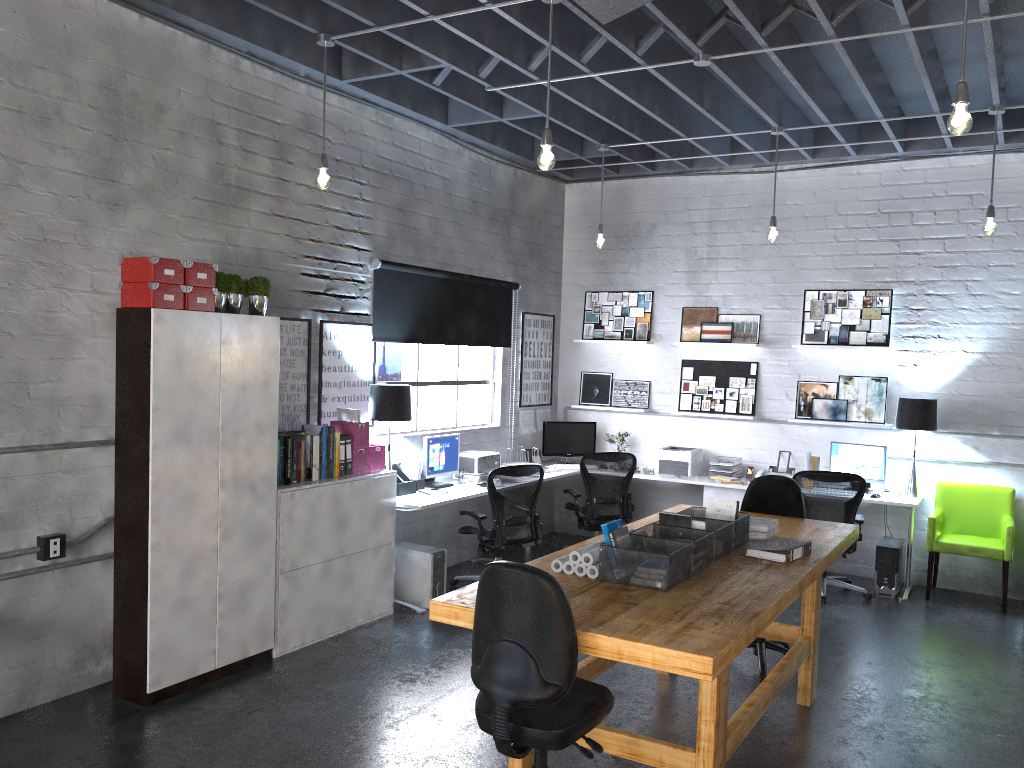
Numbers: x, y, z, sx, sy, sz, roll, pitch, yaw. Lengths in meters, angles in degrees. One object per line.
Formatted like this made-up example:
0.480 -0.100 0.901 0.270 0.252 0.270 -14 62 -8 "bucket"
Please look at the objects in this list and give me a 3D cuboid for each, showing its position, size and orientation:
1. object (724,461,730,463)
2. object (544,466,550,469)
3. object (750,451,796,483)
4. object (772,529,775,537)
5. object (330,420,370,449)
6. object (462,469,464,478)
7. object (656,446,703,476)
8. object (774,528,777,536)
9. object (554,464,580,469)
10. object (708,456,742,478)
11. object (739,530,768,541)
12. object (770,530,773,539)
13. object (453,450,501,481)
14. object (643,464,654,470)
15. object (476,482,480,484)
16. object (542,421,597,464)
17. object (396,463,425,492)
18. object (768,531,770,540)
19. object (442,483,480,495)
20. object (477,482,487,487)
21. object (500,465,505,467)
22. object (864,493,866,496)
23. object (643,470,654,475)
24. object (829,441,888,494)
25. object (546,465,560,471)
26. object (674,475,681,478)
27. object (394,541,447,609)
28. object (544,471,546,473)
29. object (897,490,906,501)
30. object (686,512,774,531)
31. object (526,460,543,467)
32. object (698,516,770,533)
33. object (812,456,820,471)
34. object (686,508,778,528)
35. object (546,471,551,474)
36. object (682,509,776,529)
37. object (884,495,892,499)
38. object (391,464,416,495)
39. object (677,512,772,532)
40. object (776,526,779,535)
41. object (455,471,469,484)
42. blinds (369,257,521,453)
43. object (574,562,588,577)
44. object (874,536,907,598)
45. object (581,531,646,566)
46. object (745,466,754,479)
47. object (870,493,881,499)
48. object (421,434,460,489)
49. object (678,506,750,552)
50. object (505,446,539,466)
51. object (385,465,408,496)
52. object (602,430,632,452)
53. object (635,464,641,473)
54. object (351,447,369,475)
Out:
2.006 0.727 8.297 0.011 0.010 0.126 4 3 39 "object"
0.344 0.805 8.555 0.048 0.012 0.111 2 2 10 "object"
2.405 0.757 8.037 0.405 0.280 0.399 3 3 30 "object"
1.187 0.792 4.910 0.519 0.047 0.047 3 3 30 "object"
-1.121 0.346 6.125 0.214 0.177 0.161 3 3 30 "object"
-0.409 0.764 7.373 0.013 0.124 0.006 2 3 4 "object"
1.613 0.737 8.512 0.351 0.235 0.350 3 3 30 "object"
1.210 0.791 4.950 0.519 0.047 0.047 3 3 30 "object"
0.615 0.803 8.629 0.422 0.028 0.180 2 2 -10 "object"
1.996 0.785 8.283 0.229 0.181 0.316 3 3 30 "object"
1.116 0.793 4.789 0.519 0.047 0.047 3 3 30 "object"
1.163 0.792 4.870 0.519 0.047 0.047 3 3 30 "object"
-0.214 0.709 7.645 0.485 0.230 0.420 3 3 30 "object"
1.345 0.813 8.714 0.104 0.052 0.023 3 3 30 "object"
-0.258 0.825 7.356 0.076 0.016 0.017 3 3 20 "object"
0.570 0.591 8.950 0.560 0.427 0.147 1 3 -23 "object"
-0.794 0.727 6.906 0.209 0.208 0.104 3 3 30 "object"
1.140 0.793 4.830 0.519 0.047 0.047 3 3 30 "object"
-0.405 0.826 7.010 0.181 0.028 0.422 3 2 20 "object"
-0.236 0.819 7.251 0.114 0.036 0.058 3 2 20 "object"
-0.089 0.782 8.067 0.392 0.064 0.259 3 2 30 "object"
2.758 0.913 7.496 0.422 0.028 0.181 3 2 25 "object"
1.291 0.837 8.390 0.103 0.021 0.131 2 2 10 "object"
3.007 0.721 7.677 0.465 0.417 0.212 4 3 35 "object"
0.387 0.793 8.377 0.130 0.049 0.130 0 3 -43 "object"
1.535 0.854 8.205 0.017 0.016 0.075 0 3 -35 "object"
-0.743 1.423 6.635 0.478 0.411 0.200 3 3 30 "object"
0.291 0.815 8.215 0.057 0.013 0.013 3 3 22 "object"
3.172 0.909 7.223 0.069 0.083 0.090 3 3 29 "object"
1.176 0.752 4.888 0.519 0.047 0.046 3 3 30 "object"
0.216 0.732 8.668 0.088 0.141 0.155 -1 4 -45 "object"
1.125 0.753 4.800 0.519 0.047 0.046 3 3 28 "object"
2.663 0.781 7.880 0.087 0.259 0.236 4 3 30 "object"
1.223 0.750 4.969 0.519 0.047 0.046 3 3 30 "object"
0.328 0.813 8.188 0.058 0.020 0.071 2 2 -6 "object"
1.199 0.751 4.928 0.519 0.047 0.046 3 3 30 "object"
3.124 0.939 7.374 0.046 0.009 0.121 2 2 15 "object"
-0.851 0.729 6.805 0.209 0.208 0.104 3 3 31 "object"
1.153 0.752 4.848 0.519 0.047 0.046 3 3 30 "object"
1.234 0.790 4.990 0.519 0.047 0.047 3 3 30 "object"
-0.416 0.781 7.398 0.090 0.091 0.082 0 3 -35 "object"
-0.514 -0.143 7.525 0.100 1.633 2.118 4 3 30 "blinds"
0.455 0.799 4.106 0.057 0.058 0.635 3 2 30 "object"
3.159 1.525 7.409 0.180 0.411 0.476 4 3 30 "object"
0.482 0.752 4.089 0.057 0.057 0.635 3 2 30 "object"
2.205 0.822 8.211 0.093 0.116 0.067 3 3 30 "object"
3.013 0.923 7.343 0.114 0.036 0.058 0 3 -45 "object"
-0.614 0.619 7.168 0.212 0.417 0.465 4 3 30 "object"
1.042 0.752 4.617 0.316 0.156 0.306 3 3 30 "object"
0.090 0.707 8.354 0.324 0.208 0.233 3 3 30 "object"
-0.904 0.730 6.715 0.209 0.208 0.104 3 3 31 "object"
1.050 0.642 8.876 0.297 0.363 0.270 1 3 -15 "object"
1.092 0.795 8.551 0.279 0.081 0.411 2 2 0 "object"
-1.127 0.522 6.134 0.213 0.177 0.161 3 3 30 "object"
